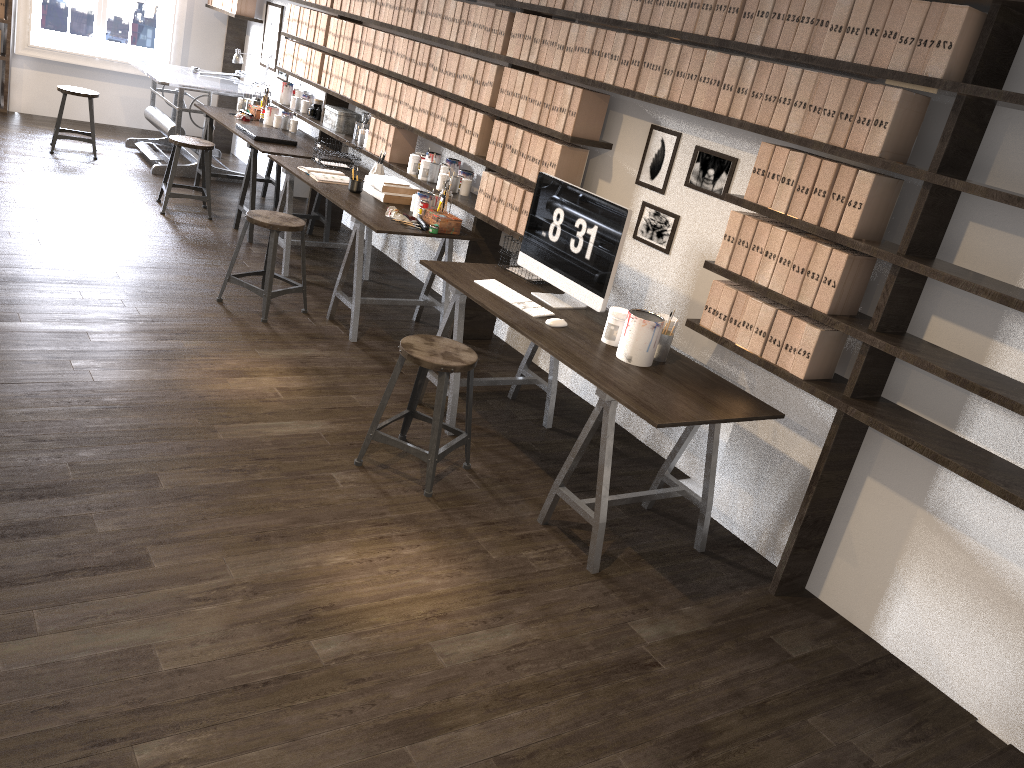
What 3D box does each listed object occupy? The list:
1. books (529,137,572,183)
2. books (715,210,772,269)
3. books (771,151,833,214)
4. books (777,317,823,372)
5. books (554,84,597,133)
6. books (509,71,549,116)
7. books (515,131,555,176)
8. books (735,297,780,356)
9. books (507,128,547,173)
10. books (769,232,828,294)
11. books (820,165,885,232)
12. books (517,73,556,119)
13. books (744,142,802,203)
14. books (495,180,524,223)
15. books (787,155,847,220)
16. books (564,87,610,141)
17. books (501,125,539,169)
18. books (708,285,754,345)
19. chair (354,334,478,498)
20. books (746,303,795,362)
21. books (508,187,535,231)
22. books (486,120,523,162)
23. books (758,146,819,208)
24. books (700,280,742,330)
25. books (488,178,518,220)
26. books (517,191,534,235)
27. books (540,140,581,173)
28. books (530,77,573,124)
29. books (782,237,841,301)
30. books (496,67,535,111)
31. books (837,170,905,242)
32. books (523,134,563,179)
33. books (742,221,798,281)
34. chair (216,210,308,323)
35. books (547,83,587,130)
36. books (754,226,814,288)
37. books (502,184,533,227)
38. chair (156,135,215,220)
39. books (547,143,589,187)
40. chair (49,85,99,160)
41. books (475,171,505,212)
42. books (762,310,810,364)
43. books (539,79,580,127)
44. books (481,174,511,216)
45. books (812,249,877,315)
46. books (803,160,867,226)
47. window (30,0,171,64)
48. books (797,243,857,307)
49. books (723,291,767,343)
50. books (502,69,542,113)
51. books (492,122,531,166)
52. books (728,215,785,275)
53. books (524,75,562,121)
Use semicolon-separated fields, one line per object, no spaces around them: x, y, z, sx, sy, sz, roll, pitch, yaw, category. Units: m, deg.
0.196;-1.115;4.457;0.174;0.222;0.068;-1;24;-36;books
0.905;-0.557;3.470;0.174;0.222;0.068;-1;24;-36;books
1.065;-0.730;3.251;0.174;0.222;0.068;-1;24;-36;books
1.073;-0.128;3.245;0.174;0.222;0.068;-1;24;-36;books
0.316;-1.320;4.294;0.174;0.222;0.068;-1;24;-36;books
0.094;-1.494;4.602;0.174;0.222;0.068;-1;24;-36;books
0.126;-1.174;4.565;0.174;0.222;0.068;-1;24;-36;books
0.959;-0.215;3.398;0.174;0.222;0.068;-1;24;-36;books
0.085;-1.204;4.615;0.174;0.222;0.068;-1;24;-36;books
1.056;-0.437;3.258;0.174;0.222;0.068;-1;24;-36;books
1.187;-0.637;3.088;0.174;0.222;0.068;-1;24;-36;books
0.135;-1.464;4.549;0.174;0.222;0.068;-1;24;-36;books
0.992;-0.791;3.360;0.174;0.222;0.068;-1;24;-36;books
0.018;-0.957;4.710;0.174;0.222;0.068;-1;24;-36;books
1.107;-0.700;3.200;0.174;0.222;0.068;-1;24;-36;books
0.358;-1.290;4.244;0.174;0.222;0.068;-1;24;-36;books
0.050;-1.234;4.671;0.174;0.222;0.068;-1;24;-36;books
0.886;-0.270;3.493;0.174;0.222;0.068;-1;24;-36;books
-0.343;0.104;3.549;0.360;0.520;0.375;21;20;19;chair
0.993;-0.187;3.347;0.174;0.222;0.068;-1;24;-36;books
0.090;-0.898;4.604;0.174;0.222;0.068;-1;24;-36;books
-0.030;-1.297;4.783;0.174;0.222;0.068;-1;24;-36;books
1.030;-0.761;3.306;0.174;0.222;0.068;-1;24;-36;books
0.855;-0.299;3.547;0.174;0.222;0.068;-1;24;-36;books
-0.020;-0.984;4.755;0.174;0.222;0.068;-1;24;-36;books
0.135;-0.866;4.551;0.174;0.222;0.068;-1;24;-36;books
0.235;-1.087;4.410;0.174;0.222;0.068;-1;24;-36;books
0.202;-1.409;4.450;0.174;0.222;0.068;-1;24;-36;books
1.092;-0.409;3.208;0.174;0.222;0.068;-1;24;-36;books
0.024;-1.554;4.711;0.174;0.222;0.068;-1;24;-36;books
1.226;-0.605;3.030;0.174;0.222;0.068;-1;24;-36;books
0.164;-1.144;4.511;0.174;0.222;0.068;-1;24;-36;books
0.986;-0.498;3.369;0.174;0.222;0.068;-1;24;-36;books
-1.340;-0.663;4.892;0.374;0.520;0.361;23;21;24;chair
0.281;-1.350;4.350;0.174;0.222;0.068;-1;24;-36;books
1.020;-0.468;3.314;0.174;0.222;0.068;-1;24;-36;books
0.055;-0.929;4.663;0.174;0.222;0.068;-1;24;-36;books
-2.346;-1.501;6.413;0.358;0.520;0.378;3;22;-28;chair
0.268;-1.060;4.362;0.174;0.222;0.068;-1;24;-36;books
-3.610;-2.170;7.334;0.358;0.520;0.378;3;22;-28;chair
-0.095;-1.045;4.866;0.174;0.222;0.068;-1;24;-36;books
1.034;-0.158;3.296;0.174;0.222;0.068;-1;24;-36;books
0.243;-1.380;4.403;0.174;0.222;0.068;-1;24;-36;books
-0.059;-1.014;4.810;0.174;0.222;0.068;-1;24;-36;books
1.168;-0.353;3.111;0.174;0.222;0.068;-1;24;-36;books
1.143;-0.669;3.141;0.174;0.222;0.068;-1;24;-36;books
-3.769;-4.231;8.269;1.245;2.275;0.155;0;23;-36;window
1.129;-0.383;3.163;0.174;0.222;0.068;-1;24;-36;books
0.926;-0.242;3.446;0.174;0.222;0.068;-1;24;-36;books
0.060;-1.524;4.657;0.174;0.222;0.068;-1;24;-36;books
0.005;-1.266;4.724;0.174;0.222;0.068;-1;24;-36;books
0.947;-0.527;3.420;0.174;0.222;0.068;-1;24;-36;books
0.170;-1.437;4.503;0.174;0.222;0.068;-1;24;-36;books
